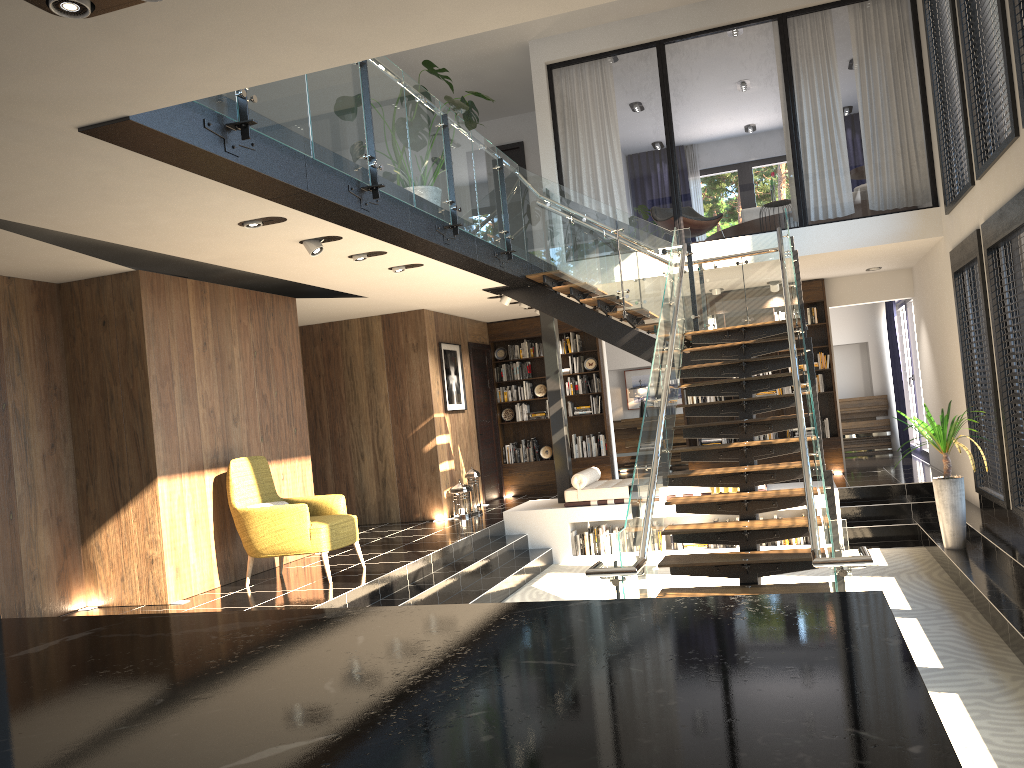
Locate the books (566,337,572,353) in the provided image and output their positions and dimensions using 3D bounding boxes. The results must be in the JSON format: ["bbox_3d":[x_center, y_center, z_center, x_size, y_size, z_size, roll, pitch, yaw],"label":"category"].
[{"bbox_3d":[0.884,-0.587,13.412,0.064,0.247,0.209,-6,-2,17],"label":"books"}]

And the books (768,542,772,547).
[{"bbox_3d":[2.851,1.672,9.843,0.032,0.229,0.228,-6,-2,17],"label":"books"}]

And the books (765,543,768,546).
[{"bbox_3d":[2.829,1.661,9.882,0.030,0.256,0.160,-6,-1,17],"label":"books"}]

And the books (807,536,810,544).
[{"bbox_3d":[3.243,1.607,9.725,0.030,0.273,0.185,-6,-2,17],"label":"books"}]

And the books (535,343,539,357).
[{"bbox_3d":[0.405,-0.517,13.537,0.027,0.212,0.180,-6,-2,17],"label":"books"}]

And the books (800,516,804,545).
[{"bbox_3d":[3.174,1.608,9.743,0.028,0.285,0.210,-6,-2,17],"label":"books"}]

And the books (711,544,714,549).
[{"bbox_3d":[2.265,1.714,10.042,0.030,0.273,0.168,-6,-1,17],"label":"books"}]

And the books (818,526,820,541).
[{"bbox_3d":[3.330,1.601,9.678,0.037,0.264,0.272,-6,-2,17],"label":"books"}]

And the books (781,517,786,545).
[{"bbox_3d":[3.005,1.627,9.806,0.025,0.285,0.164,-6,-1,17],"label":"books"}]

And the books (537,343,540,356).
[{"bbox_3d":[0.434,-0.521,13.520,0.039,0.212,0.172,-6,-2,17],"label":"books"}]

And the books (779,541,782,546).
[{"bbox_3d":[2.962,1.633,9.818,0.023,0.283,0.175,-6,-1,17],"label":"books"}]

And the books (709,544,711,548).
[{"bbox_3d":[2.248,1.723,10.076,0.026,0.263,0.156,-6,-1,17],"label":"books"}]

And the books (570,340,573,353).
[{"bbox_3d":[0.924,-0.566,13.388,0.021,0.197,0.200,-6,-2,17],"label":"books"}]

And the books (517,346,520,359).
[{"bbox_3d":[0.125,-0.487,13.634,0.014,0.212,0.184,-6,-2,17],"label":"books"}]

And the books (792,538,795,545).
[{"bbox_3d":[3.091,1.637,9.756,0.024,0.246,0.211,-6,-2,17],"label":"books"}]

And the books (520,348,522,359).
[{"bbox_3d":[0.172,-0.464,13.608,0.035,0.156,0.186,-6,-2,17],"label":"books"}]

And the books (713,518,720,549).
[{"bbox_3d":[2.319,1.687,10.011,0.043,0.316,0.209,-6,-2,17],"label":"books"}]

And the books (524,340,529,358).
[{"bbox_3d":[0.241,-0.534,13.554,0.012,0.278,0.228,-6,-2,17],"label":"books"}]

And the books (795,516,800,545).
[{"bbox_3d":[3.149,1.612,9.771,0.039,0.284,0.199,-6,-2,17],"label":"books"}]

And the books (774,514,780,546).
[{"bbox_3d":[2.933,1.610,9.818,0.028,0.334,0.205,-6,-1,17],"label":"books"}]

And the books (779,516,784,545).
[{"bbox_3d":[2.984,1.621,9.815,0.021,0.302,0.167,-6,-1,17],"label":"books"}]

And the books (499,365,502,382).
[{"bbox_3d":[-0.163,-0.161,13.727,0.066,0.254,0.127,-6,-1,17],"label":"books"}]

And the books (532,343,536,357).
[{"bbox_3d":[0.354,-0.514,13.568,0.030,0.217,0.165,-6,-2,17],"label":"books"}]

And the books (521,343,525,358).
[{"bbox_3d":[0.198,-0.505,13.581,0.039,0.230,0.205,-6,-2,17],"label":"books"}]

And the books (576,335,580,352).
[{"bbox_3d":[1.006,-0.609,13.337,0.013,0.262,0.217,-6,-2,17],"label":"books"}]

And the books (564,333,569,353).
[{"bbox_3d":[0.831,-0.610,13.385,0.015,0.303,0.252,-6,-2,17],"label":"books"}]

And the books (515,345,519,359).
[{"bbox_3d":[0.089,-0.485,13.639,0.059,0.216,0.159,-6,-2,17],"label":"books"}]

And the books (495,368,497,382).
[{"bbox_3d":[-0.225,-0.135,13.745,0.023,0.215,0.148,-6,-2,17],"label":"books"}]

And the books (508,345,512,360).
[{"bbox_3d":[-0.013,-0.483,13.676,0.017,0.234,0.200,-6,-2,17],"label":"books"}]

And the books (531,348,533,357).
[{"bbox_3d":[0.327,-0.477,13.587,0.040,0.149,0.125,-6,-2,17],"label":"books"}]

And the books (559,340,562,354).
[{"bbox_3d":[0.754,-0.555,13.440,0.034,0.211,0.206,-6,-2,17],"label":"books"}]

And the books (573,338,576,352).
[{"bbox_3d":[0.974,-0.581,13.398,0.037,0.218,0.144,-6,-2,17],"label":"books"}]

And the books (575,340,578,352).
[{"bbox_3d":[0.998,-0.569,13.364,0.027,0.186,0.220,-6,-2,17],"label":"books"}]

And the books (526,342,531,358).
[{"bbox_3d":[0.265,-0.519,13.572,0.020,0.245,0.228,-6,-2,17],"label":"books"}]

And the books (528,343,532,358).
[{"bbox_3d":[0.288,-0.516,13.576,0.020,0.235,0.206,-6,-2,17],"label":"books"}]

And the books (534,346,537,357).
[{"bbox_3d":[0.374,-0.495,13.527,0.029,0.172,0.187,-6,-2,17],"label":"books"}]

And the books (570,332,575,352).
[{"bbox_3d":[0.926,-0.620,13.349,0.017,0.302,0.266,-6,-2,17],"label":"books"}]

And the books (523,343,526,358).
[{"bbox_3d":[0.225,-0.513,13.560,0.025,0.239,0.220,-6,-2,17],"label":"books"}]

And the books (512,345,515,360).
[{"bbox_3d":[0.046,-0.484,13.645,0.026,0.222,0.202,-6,-2,17],"label":"books"}]

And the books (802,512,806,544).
[{"bbox_3d":[3.210,1.583,9.747,0.042,0.328,0.205,-6,-1,17],"label":"books"}]

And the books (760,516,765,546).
[{"bbox_3d":[2.795,1.637,9.879,0.027,0.312,0.189,-6,-1,17],"label":"books"}]

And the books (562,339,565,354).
[{"bbox_3d":[0.794,-0.564,13.443,0.042,0.223,0.163,-6,-2,17],"label":"books"}]

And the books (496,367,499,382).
[{"bbox_3d":[-0.210,-0.145,13.721,0.023,0.231,0.143,-6,-1,17],"label":"books"}]

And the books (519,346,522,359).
[{"bbox_3d":[0.149,-0.484,13.645,0.025,0.203,0.156,-6,-2,17],"label":"books"}]

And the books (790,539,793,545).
[{"bbox_3d":[3.080,1.654,9.793,0.022,0.216,0.137,-6,-1,17],"label":"books"}]

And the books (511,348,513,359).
[{"bbox_3d":[0.032,-0.460,13.671,0.020,0.180,0.153,-6,-2,17],"label":"books"}]

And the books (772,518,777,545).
[{"bbox_3d":[2.920,1.638,9.857,0.027,0.284,0.177,-6,-1,17],"label":"books"}]

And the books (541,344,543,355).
[{"bbox_3d":[0.493,-0.518,13.521,0.024,0.194,0.182,-6,-2,17],"label":"books"}]

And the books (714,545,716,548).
[{"bbox_3d":[2.299,1.735,10.048,0.027,0.226,0.165,-6,-2,17],"label":"books"}]

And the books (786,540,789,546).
[{"bbox_3d":[3.024,1.642,9.776,0.025,0.249,0.208,-6,-2,17],"label":"books"}]

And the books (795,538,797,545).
[{"bbox_3d":[3.114,1.633,9.754,0.021,0.248,0.197,-6,-2,17],"label":"books"}]

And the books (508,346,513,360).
[{"bbox_3d":[-0.004,-0.476,13.634,0.024,0.216,0.210,-6,-2,17],"label":"books"}]

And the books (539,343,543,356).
[{"bbox_3d":[0.460,-0.520,13.497,0.023,0.202,0.201,-6,-2,17],"label":"books"}]
